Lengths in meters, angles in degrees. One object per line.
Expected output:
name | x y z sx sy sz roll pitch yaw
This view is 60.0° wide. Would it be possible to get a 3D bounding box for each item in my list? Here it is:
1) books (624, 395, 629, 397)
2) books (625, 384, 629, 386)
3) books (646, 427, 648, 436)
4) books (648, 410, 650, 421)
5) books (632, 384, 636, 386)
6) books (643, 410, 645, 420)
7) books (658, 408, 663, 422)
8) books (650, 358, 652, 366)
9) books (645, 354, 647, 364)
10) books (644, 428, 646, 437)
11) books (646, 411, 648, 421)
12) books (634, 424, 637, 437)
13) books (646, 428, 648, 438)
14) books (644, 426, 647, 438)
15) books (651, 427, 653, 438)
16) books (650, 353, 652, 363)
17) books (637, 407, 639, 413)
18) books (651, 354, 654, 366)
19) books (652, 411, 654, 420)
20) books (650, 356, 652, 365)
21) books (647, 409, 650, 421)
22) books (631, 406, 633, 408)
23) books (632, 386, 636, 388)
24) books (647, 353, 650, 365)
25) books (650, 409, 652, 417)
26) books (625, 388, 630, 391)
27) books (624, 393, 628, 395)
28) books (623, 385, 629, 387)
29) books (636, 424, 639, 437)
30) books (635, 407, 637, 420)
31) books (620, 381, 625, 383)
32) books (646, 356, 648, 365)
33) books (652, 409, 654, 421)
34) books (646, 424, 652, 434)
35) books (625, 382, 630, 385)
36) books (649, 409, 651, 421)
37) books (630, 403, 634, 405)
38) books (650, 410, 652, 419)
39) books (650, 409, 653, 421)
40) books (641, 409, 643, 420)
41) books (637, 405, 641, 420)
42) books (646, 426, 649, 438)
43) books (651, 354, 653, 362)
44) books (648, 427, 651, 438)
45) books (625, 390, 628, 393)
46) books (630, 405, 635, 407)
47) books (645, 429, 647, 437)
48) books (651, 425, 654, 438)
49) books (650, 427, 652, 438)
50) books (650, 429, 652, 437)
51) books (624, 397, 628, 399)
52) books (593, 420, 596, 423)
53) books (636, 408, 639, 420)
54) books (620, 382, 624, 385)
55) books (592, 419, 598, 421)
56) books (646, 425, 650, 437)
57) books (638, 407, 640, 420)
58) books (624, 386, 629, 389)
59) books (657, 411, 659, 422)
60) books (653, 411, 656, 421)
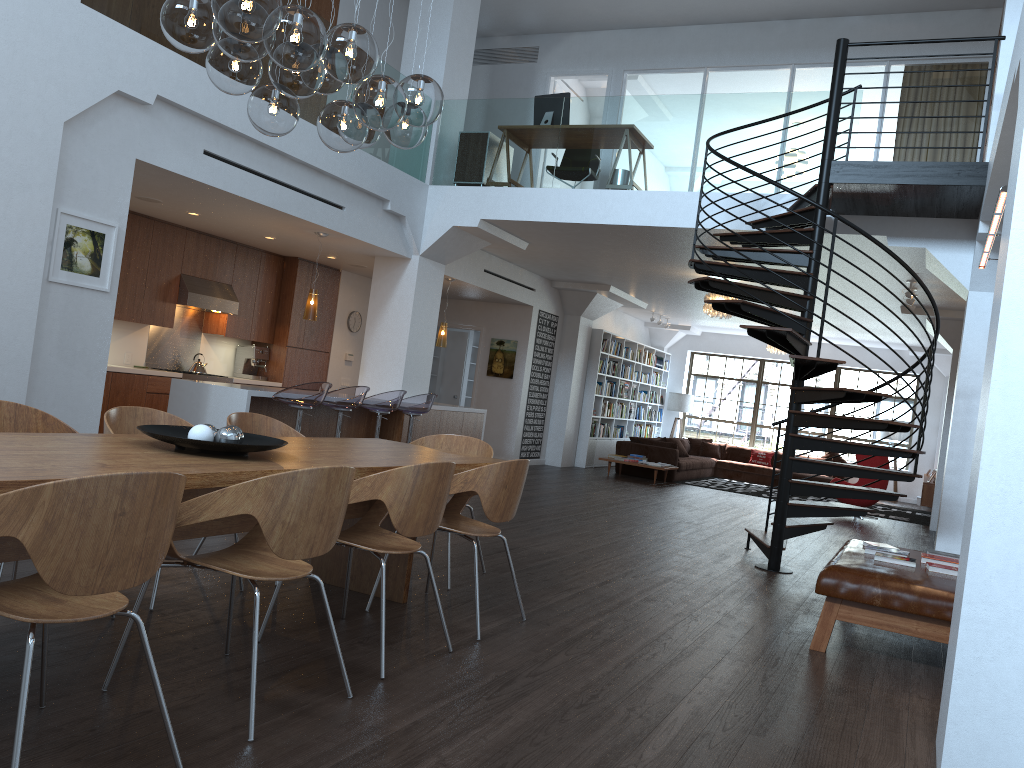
books | 2.119 0.223 17.046 0.160 0.039 0.251 7 0 30
books | 2.157 0.009 17.073 0.144 0.024 0.208 7 0 30
books | 2.726 1.004 18.507 0.183 0.253 0.036 7 0 25
books | 2.788 0.646 18.513 0.161 0.223 0.030 7 0 25
books | 2.305 0.013 17.373 0.224 0.030 0.161 7 -1 35
books | 2.636 0.626 18.193 0.161 0.222 0.084 7 0 25
books | 3.182 0.673 19.355 0.176 0.290 0.053 7 0 25
books | 2.772 -0.498 18.211 0.174 0.240 0.045 7 0 25
books | 2.626 -0.512 17.888 0.161 0.223 0.027 7 0 25
books | 2.675 1.008 18.410 0.168 0.231 0.040 7 0 25
books | 2.736 0.639 18.414 0.161 0.223 0.030 7 0 25
books | 2.396 0.940 17.808 0.198 0.284 0.066 7 0 25
books | 2.736 1.013 18.548 0.174 0.240 0.048 7 0 25
books | 2.696 1.000 18.443 0.183 0.253 0.036 7 0 25
books | 2.901 1.034 18.885 0.171 0.246 0.057 7 0 25
books | 2.752 -0.508 18.141 0.183 0.253 0.034 7 0 25
books | 2.450 0.580 17.809 0.182 0.255 0.077 7 0 25
books | 2.810 -0.500 18.265 0.183 0.253 0.034 7 0 25
books | 2.905 0.664 18.776 0.161 0.223 0.032 7 0 25
books | 2.763 -0.506 18.173 0.183 0.253 0.034 7 0 25
books | 2.756 0.627 18.451 0.174 0.251 0.051 7 0 25
books | 2.298 0.443 17.443 0.161 0.026 0.223 8 0 15
books | 2.298 0.042 17.365 0.223 0.031 0.161 7 0 25
books | 2.701 -0.512 18.038 0.171 0.246 0.057 7 0 25
books | 2.837 0.640 18.645 0.160 0.251 0.036 7 0 25
books | 2.135 0.098 17.053 0.183 0.042 0.253 7 0 25
books | 2.100 0.181 17.053 0.180 0.042 0.259 7 0 25
books | 2.138 0.033 17.090 0.223 0.027 0.161 8 0 15
books | 2.451 0.945 17.905 0.176 0.290 0.053 7 0 25
books | 2.395 0.572 17.678 0.182 0.255 0.077 7 0 25
books | 1.997 -0.051 16.672 0.223 0.027 0.161 7 -1 35
books | 2.659 -0.507 17.961 0.161 0.223 0.026 7 0 25
books | 2.917 0.652 18.811 0.160 0.251 0.039 7 0 25
books | 2.863 1.002 18.754 0.140 0.298 0.044 7 0 25
books | 2.166 -0.023 17.067 0.129 0.043 0.185 7 -1 40
books | 2.823 0.640 18.611 0.171 0.246 0.036 7 0 25
books | 2.295 0.385 17.449 0.185 0.041 0.129 7 -1 40
books | 2.841 0.651 18.688 0.168 0.231 0.045 7 0 25
books | 2.875 0.645 18.719 0.183 0.253 0.042 7 0 25
books | 2.581 0.606 18.079 0.174 0.242 0.105 7 0 25
books | 2.511 0.572 17.948 0.197 0.290 0.136 7 0 25
books | 2.776 1.011 18.605 0.183 0.253 0.037 7 0 25
books | 2.795 -0.500 18.239 0.160 0.250 0.026 7 0 25
books | 2.823 1.022 18.715 0.189 0.247 0.057 7 0 25
books | 2.124 0.140 17.060 0.168 0.045 0.231 7 0 20
books | 2.296 0.418 17.454 0.208 0.024 0.144 7 0 30
books | 2.714 1.002 18.473 0.183 0.253 0.037 7 0 25
books | 2.936 1.017 18.961 0.176 0.290 0.053 7 0 25
books | 2.878 1.033 18.844 0.159 0.241 0.038 7 0 25
books | 2.871 1.049 18.798 0.144 0.207 0.048 7 0 25
books | 2.117 0.263 17.046 0.171 0.039 0.246 7 0 25
books | 1.375 0.652 15.578 0.174 0.045 0.240 8 0 15
books | 2.439 0.584 17.770 0.174 0.243 0.085 7 0 25
books | 1.994 -0.015 16.695 0.174 0.045 0.240 7 0 25
books | 1.377 0.615 15.555 0.223 0.027 0.161 7 -1 35
books | 2.788 0.998 18.665 0.198 0.284 0.066 7 0 25
books | 2.480 0.586 17.847 0.182 0.253 0.098 7 0 25
books | 2.137 0.062 17.062 0.161 0.033 0.223 7 0 25
books | 3.077 0.684 19.125 0.172 0.235 0.112 7 0 25
books | 2.968 0.672 18.922 0.168 0.228 0.139 7 0 25
